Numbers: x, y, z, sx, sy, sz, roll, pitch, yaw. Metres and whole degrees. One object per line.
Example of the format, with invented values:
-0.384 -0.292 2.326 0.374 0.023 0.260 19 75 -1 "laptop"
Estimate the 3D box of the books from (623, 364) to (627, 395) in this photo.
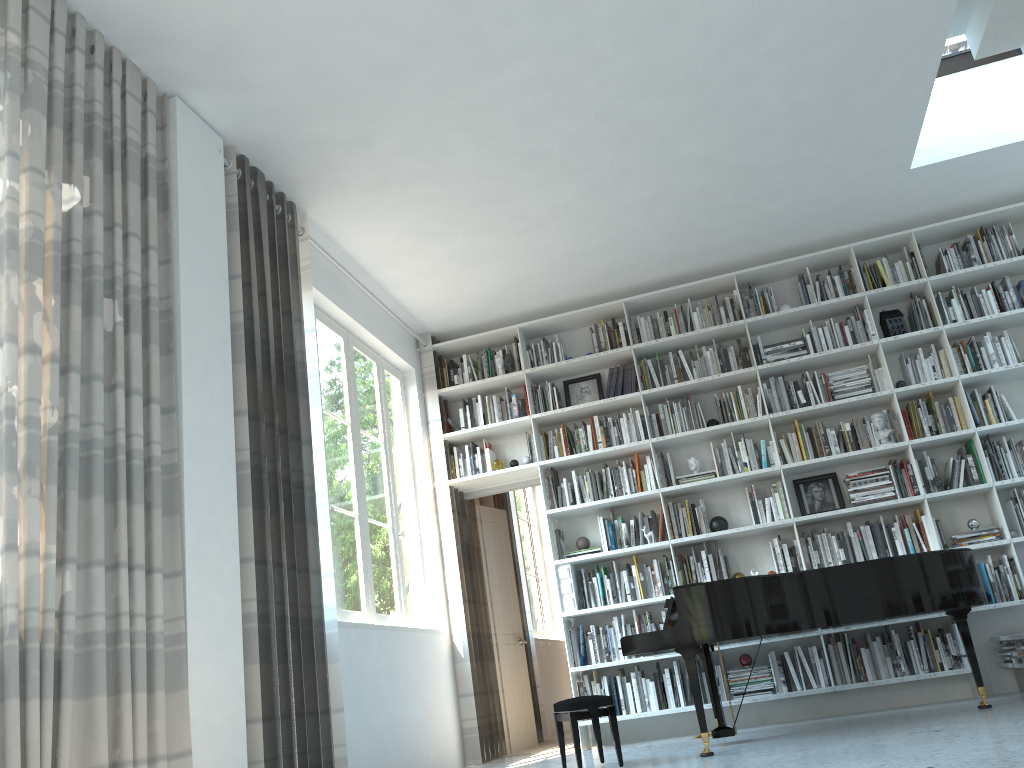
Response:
0.877 0.009 6.778 0.078 0.284 0.174 -13 -19 12 "books"

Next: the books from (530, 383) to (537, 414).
0.185 0.153 6.911 0.005 0.291 0.184 -13 -19 12 "books"

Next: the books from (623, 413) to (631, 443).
0.876 0.365 6.645 0.022 0.262 0.175 -13 -19 12 "books"

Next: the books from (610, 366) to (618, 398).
0.791 0.027 6.778 0.110 0.278 0.174 -13 -19 12 "books"

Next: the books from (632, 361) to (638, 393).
0.938 -0.010 6.750 0.078 0.284 0.174 -13 -19 12 "books"

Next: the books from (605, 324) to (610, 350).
0.759 -0.315 6.887 0.010 0.262 0.157 -13 -19 12 "books"

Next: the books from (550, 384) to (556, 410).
0.341 0.140 6.875 0.011 0.249 0.168 -13 -19 12 "books"

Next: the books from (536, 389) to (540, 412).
0.225 0.175 6.908 0.005 0.237 0.154 -13 -19 12 "books"

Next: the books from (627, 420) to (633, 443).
0.901 0.391 6.644 0.013 0.205 0.173 -13 -19 12 "books"

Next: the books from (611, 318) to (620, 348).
0.820 -0.347 6.873 0.025 0.296 0.164 -13 -19 12 "books"

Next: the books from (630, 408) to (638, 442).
0.925 0.338 6.631 0.012 0.290 0.183 -13 -19 12 "books"

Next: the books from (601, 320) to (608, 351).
0.739 -0.329 6.926 0.014 0.319 0.137 -13 -19 12 "books"

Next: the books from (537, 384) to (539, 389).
0.233 0.150 6.915 0.006 0.288 0.144 -13 -19 12 "books"

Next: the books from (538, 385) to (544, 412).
0.251 0.155 6.895 0.009 0.259 0.184 -13 -19 12 "books"

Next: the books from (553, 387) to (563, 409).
0.363 0.149 6.855 0.012 0.213 0.186 -13 -19 12 "books"

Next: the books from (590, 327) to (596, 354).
0.651 -0.291 6.932 0.013 0.277 0.151 -13 -19 12 "books"

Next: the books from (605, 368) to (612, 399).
0.750 0.039 6.796 0.110 0.278 0.174 -13 -19 12 "books"

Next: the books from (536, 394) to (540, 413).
0.218 0.193 6.904 0.015 0.206 0.173 -13 -19 12 "books"

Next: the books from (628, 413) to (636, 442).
0.917 0.362 6.658 0.024 0.265 0.155 -13 -19 12 "books"

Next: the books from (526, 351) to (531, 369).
0.154 -0.147 7.024 0.017 0.203 0.143 -13 -19 12 "books"

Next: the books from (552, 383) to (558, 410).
0.351 0.135 6.872 0.012 0.254 0.167 -13 -19 12 "books"

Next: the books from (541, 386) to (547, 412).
0.264 0.155 6.878 0.004 0.245 0.189 -13 -19 12 "books"

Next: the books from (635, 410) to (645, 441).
0.973 0.344 6.626 0.035 0.263 0.178 -13 -19 12 "books"

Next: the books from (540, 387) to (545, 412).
0.263 0.161 6.900 0.010 0.248 0.166 -13 -19 12 "books"

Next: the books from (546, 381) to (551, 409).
0.309 0.133 6.887 0.005 0.280 0.191 -13 -19 12 "books"

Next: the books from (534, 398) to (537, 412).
0.204 0.190 6.931 0.006 0.232 0.136 -13 -19 12 "books"

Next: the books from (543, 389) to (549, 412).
0.289 0.164 6.873 0.018 0.218 0.187 -13 -19 12 "books"

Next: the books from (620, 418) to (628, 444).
0.854 0.386 6.646 0.030 0.230 0.173 -13 -19 12 "books"

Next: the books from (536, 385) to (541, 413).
0.228 0.155 6.912 0.005 0.276 0.147 -13 -19 12 "books"

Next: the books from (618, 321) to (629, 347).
0.873 -0.335 6.865 0.031 0.253 0.178 -13 -19 12 "books"

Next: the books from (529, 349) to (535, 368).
0.185 -0.155 7.023 0.032 0.209 0.159 -13 -19 12 "books"

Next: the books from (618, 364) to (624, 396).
0.840 0.013 6.765 0.097 0.281 0.174 -13 -19 12 "books"

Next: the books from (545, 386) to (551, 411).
0.301 0.153 6.885 0.019 0.243 0.154 -13 -19 12 "books"

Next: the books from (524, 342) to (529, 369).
0.139 -0.180 7.047 0.007 0.284 0.160 -13 -19 12 "books"

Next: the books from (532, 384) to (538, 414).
0.201 0.156 6.916 0.006 0.286 0.148 -13 -19 12 "books"

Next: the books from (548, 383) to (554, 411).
0.321 0.138 6.871 0.023 0.257 0.184 -13 -19 12 "books"

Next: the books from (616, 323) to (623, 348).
0.851 -0.328 6.884 0.022 0.259 0.152 -13 -19 12 "books"

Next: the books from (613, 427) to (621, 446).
0.799 0.426 6.669 0.022 0.185 0.137 -13 -19 12 "books"

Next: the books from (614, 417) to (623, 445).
0.816 0.388 6.681 0.035 0.259 0.131 -13 -19 12 "books"

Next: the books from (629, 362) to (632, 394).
0.920 -0.001 6.768 0.078 0.284 0.174 -13 -19 12 "books"

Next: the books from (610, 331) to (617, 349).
0.806 -0.289 6.871 0.027 0.189 0.178 -13 -19 12 "books"

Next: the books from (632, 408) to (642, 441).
0.944 0.339 6.638 0.022 0.288 0.170 -13 -19 12 "books"

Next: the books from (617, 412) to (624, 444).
0.831 0.368 6.662 0.012 0.280 0.188 -13 -19 12 "books"

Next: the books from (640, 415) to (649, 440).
1.005 0.357 6.585 0.039 0.201 0.236 -13 -19 12 "books"

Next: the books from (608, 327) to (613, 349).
0.789 -0.307 6.908 0.013 0.253 0.129 -13 -19 12 "books"

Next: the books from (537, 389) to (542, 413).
0.239 0.172 6.890 0.009 0.228 0.185 -13 -19 12 "books"

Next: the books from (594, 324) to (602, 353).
0.690 -0.307 6.907 0.024 0.278 0.188 -13 -19 12 "books"

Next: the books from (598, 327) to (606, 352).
0.717 -0.299 6.895 0.028 0.248 0.156 -13 -19 12 "books"

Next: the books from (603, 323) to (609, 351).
0.750 -0.319 6.904 0.013 0.282 0.167 -13 -19 12 "books"

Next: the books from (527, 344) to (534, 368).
0.163 -0.173 7.036 0.007 0.258 0.157 -13 -19 12 "books"

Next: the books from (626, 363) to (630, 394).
0.900 0.005 6.777 0.078 0.284 0.174 -13 -19 12 "books"

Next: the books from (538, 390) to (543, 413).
0.244 0.174 6.877 0.004 0.213 0.187 -13 -19 12 "books"

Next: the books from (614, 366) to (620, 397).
0.817 0.027 6.790 0.110 0.278 0.174 -13 -19 12 "books"

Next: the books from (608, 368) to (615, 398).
0.774 0.037 6.799 0.110 0.278 0.174 -13 -19 12 "books"

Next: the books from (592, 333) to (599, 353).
0.671 -0.271 6.907 0.028 0.217 0.153 -13 -19 12 "books"

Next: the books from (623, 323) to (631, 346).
0.912 -0.337 6.870 0.039 0.251 0.147 -13 -19 12 "books"

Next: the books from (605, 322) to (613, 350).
0.769 -0.323 6.887 0.011 0.273 0.184 -13 -19 12 "books"

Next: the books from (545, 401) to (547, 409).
0.285 0.179 6.909 0.012 0.214 0.132 -13 -19 12 "books"
